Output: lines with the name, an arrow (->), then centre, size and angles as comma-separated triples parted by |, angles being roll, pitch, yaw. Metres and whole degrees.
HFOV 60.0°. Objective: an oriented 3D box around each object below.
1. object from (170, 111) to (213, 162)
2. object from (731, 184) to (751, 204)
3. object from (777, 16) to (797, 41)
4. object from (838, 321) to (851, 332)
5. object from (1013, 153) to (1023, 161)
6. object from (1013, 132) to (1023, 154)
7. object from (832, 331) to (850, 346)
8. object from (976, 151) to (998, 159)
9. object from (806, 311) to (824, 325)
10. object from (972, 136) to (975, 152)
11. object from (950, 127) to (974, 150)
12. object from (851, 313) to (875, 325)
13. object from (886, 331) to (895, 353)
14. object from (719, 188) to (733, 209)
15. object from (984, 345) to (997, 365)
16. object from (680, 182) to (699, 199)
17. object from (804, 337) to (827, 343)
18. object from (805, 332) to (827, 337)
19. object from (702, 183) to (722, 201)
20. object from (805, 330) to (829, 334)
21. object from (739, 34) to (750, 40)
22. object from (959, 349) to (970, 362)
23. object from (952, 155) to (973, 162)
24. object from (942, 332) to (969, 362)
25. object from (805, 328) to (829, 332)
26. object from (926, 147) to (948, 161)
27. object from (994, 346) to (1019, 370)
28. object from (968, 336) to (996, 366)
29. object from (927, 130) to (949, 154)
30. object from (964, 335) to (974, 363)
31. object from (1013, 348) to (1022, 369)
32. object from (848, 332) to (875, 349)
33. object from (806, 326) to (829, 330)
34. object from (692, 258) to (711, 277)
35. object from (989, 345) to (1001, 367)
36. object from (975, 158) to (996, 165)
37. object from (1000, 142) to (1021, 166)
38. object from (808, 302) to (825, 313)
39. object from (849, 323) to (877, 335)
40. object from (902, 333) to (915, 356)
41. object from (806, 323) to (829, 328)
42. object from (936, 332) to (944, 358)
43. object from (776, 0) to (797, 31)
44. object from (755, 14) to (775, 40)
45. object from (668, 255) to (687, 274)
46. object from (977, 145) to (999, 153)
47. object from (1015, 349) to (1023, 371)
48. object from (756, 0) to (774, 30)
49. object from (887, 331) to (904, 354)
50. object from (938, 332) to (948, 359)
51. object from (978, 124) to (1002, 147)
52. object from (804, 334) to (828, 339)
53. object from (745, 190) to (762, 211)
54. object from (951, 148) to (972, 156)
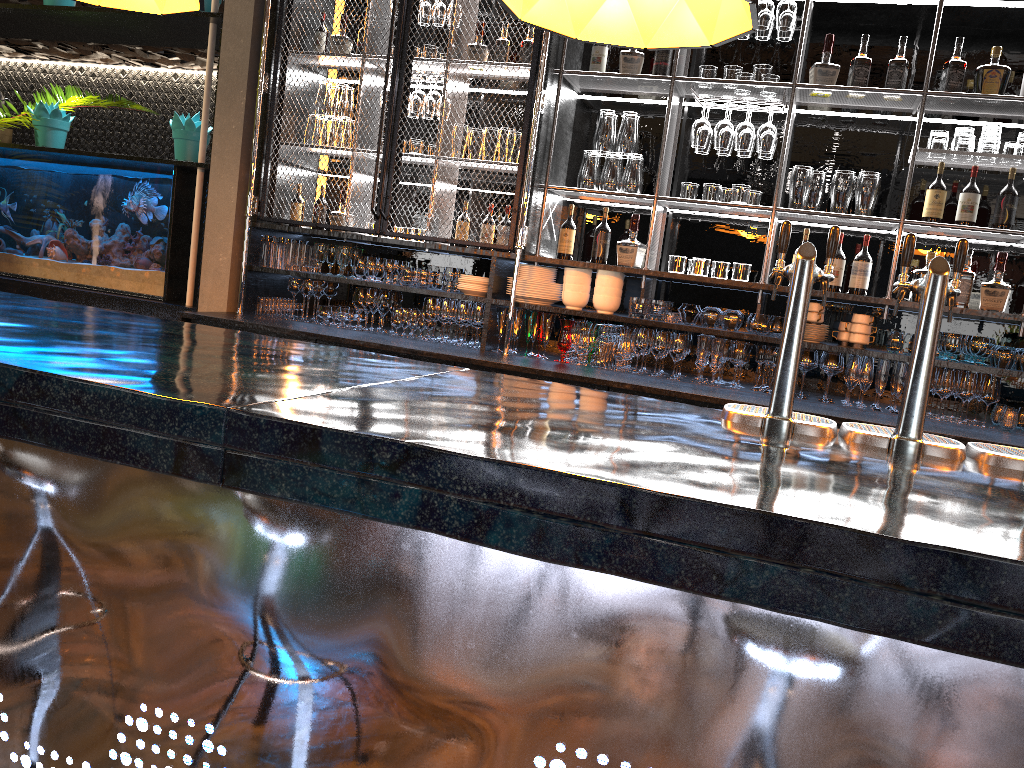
object -> -1.888, -1.440, 5.217 | 0.265, 0.325, 0.245 | 9, 7, 10
object -> 1.103, -0.911, 4.286 | 0.089, 0.092, 0.089 | 8, 7, 1
object -> 1.347, -1.806, 4.323 | 0.092, 0.244, 0.092 | 5, 7, -22
object -> 1.608, -0.259, 4.228 | 0.094, 0.069, 0.105 | 7, 7, -6
object -> 2.284, -1.046, 3.942 | 0.089, 0.092, 0.089 | 14, 9, 42
object -> 2.286, -1.066, 3.940 | 0.089, 0.092, 0.089 | 8, 7, 7
object -> 1.597, -0.216, 4.238 | 0.106, 0.067, 0.094 | 5, 7, -21
object -> 2.156, -1.071, 4.012 | 0.089, 0.092, 0.089 | 8, 7, 6
object -> 1.433, -0.307, 4.199 | 0.094, 0.070, 0.107 | 1, 9, -42
object -> 2.116, -1.113, 4.147 | 0.089, 0.092, 0.089 | 14, 9, 42
object -> 2.038, -1.106, 4.006 | 0.089, 0.092, 0.089 | 3, 8, -31
object -> 1.626, -0.289, 4.117 | 0.094, 0.068, 0.106 | 9, 7, 17
object -> 1.757, -0.192, 4.080 | 0.067, 0.099, 0.058 | 6, 7, -13
object -> 1.086, -0.935, 4.472 | 0.089, 0.092, 0.089 | 2, 9, -41
object -> 2.253, -0.136, 4.165 | 0.098, 0.097, 0.098 | 8, 7, 8
object -> 0.890, -0.960, 4.460 | 0.089, 0.092, 0.089 | 7, 7, -5
object -> 1.419, -0.212, 4.213 | 0.149, 0.022, 0.149 | 6, 7, -14
object -> 1.423, -0.233, 4.210 | 0.149, 0.023, 0.149 | 8, 7, 1
object -> 0.986, -0.938, 4.385 | 0.089, 0.092, 0.089 | 7, 7, -5
object -> 1.424, -0.245, 4.209 | 0.149, 0.024, 0.149 | 9, 7, 16
object -> 1.155, -1.838, 4.381 | 0.092, 0.244, 0.092 | 5, 7, -22
object -> 2.160, -0.164, 4.173 | 0.108, 0.126, 0.108 | 6, 7, -12
object -> 2.113, -1.093, 4.149 | 0.089, 0.092, 0.089 | 14, 9, 42
object -> 1.982, -0.164, 3.976 | 0.100, 0.125, 0.100 | 3, 8, -34
object -> 1.426, -0.254, 4.207 | 0.149, 0.026, 0.148 | 10, 7, 23
object -> 2.013, -1.111, 4.192 | 0.089, 0.092, 0.089 | 6, 7, -11
object -> 2.170, -0.115, 3.896 | 0.098, 0.097, 0.098 | 7, 7, -4
object -> 2.088, -0.147, 3.946 | 0.108, 0.126, 0.108 | 2, 9, -38
object -> 1.942, -1.103, 4.044 | 0.089, 0.092, 0.089 | 14, 9, 42
object -> 2.124, -0.155, 4.056 | 0.108, 0.126, 0.108 | 9, 7, 12
object -> 2.332, -0.114, 4.060 | 0.098, 0.097, 0.098 | 8, 7, 3
object -> 1.622, -0.200, 4.133 | 0.106, 0.067, 0.094 | 8, 7, 5
object -> 1.426, -0.265, 4.206 | 0.149, 0.025, 0.149 | 5, 7, -21
object -> 0.934, -0.574, 4.393 | 0.089, 0.092, 0.089 | 5, 7, -20
object -> 2.203, -0.122, 3.992 | 0.098, 0.097, 0.098 | 3, 8, -35
object -> 2.220, -1.078, 4.143 | 0.089, 0.092, 0.089 | 14, 9, 42
object -> 2.303, -1.060, 4.081 | 0.089, 0.092, 0.089 | 8, 7, 6
object -> 1.429, -0.352, 4.197 | 0.094, 0.069, 0.106 | 10, 7, 23
object -> 1.626, -0.246, 4.132 | 0.106, 0.069, 0.094 | 3, 8, -31
object -> 1.807, -0.180, 4.034 | 0.058, 0.099, 0.067 | 2, 8, -37
object -> 1.426, -0.276, 4.205 | 0.149, 0.026, 0.148 | 10, 7, 23
object -> 2.053, -0.182, 4.206 | 0.100, 0.125, 0.100 | 11, 8, 30
object -> 1.297, -1.794, 4.166 | 0.092, 0.244, 0.092 | 5, 7, -22
object -> 1.249, -1.823, 4.353 | 0.092, 0.244, 0.092 | 5, 7, -22
object -> 0.826, -0.594, 4.440 | 0.089, 0.092, 0.089 | 6, 7, -11
object -> 2.159, -1.093, 4.009 | 0.089, 0.092, 0.089 | 8, 7, 6
object -> 2.296, -0.107, 3.964 | 0.098, 0.097, 0.098 | 13, 9, 41
object -> 1.199, -1.810, 4.196 | 0.092, 0.244, 0.092 | 5, 7, -22
object -> 1.738, -0.186, 4.015 | 0.067, 0.099, 0.058 | 4, 8, -28
object -> 2.020, -0.173, 4.092 | 0.100, 0.125, 0.100 | 4, 7, -25
object -> 2.162, -1.119, 4.006 | 0.089, 0.092, 0.089 | 9, 7, 12
object -> 1.421, -0.222, 4.212 | 0.149, 0.023, 0.149 | 6, 7, -14
object -> 1.201, -0.917, 4.444 | 0.089, 0.092, 0.089 | 8, 7, 1
object -> 2.035, -1.086, 4.009 | 0.089, 0.092, 0.089 | 6, 7, -11
